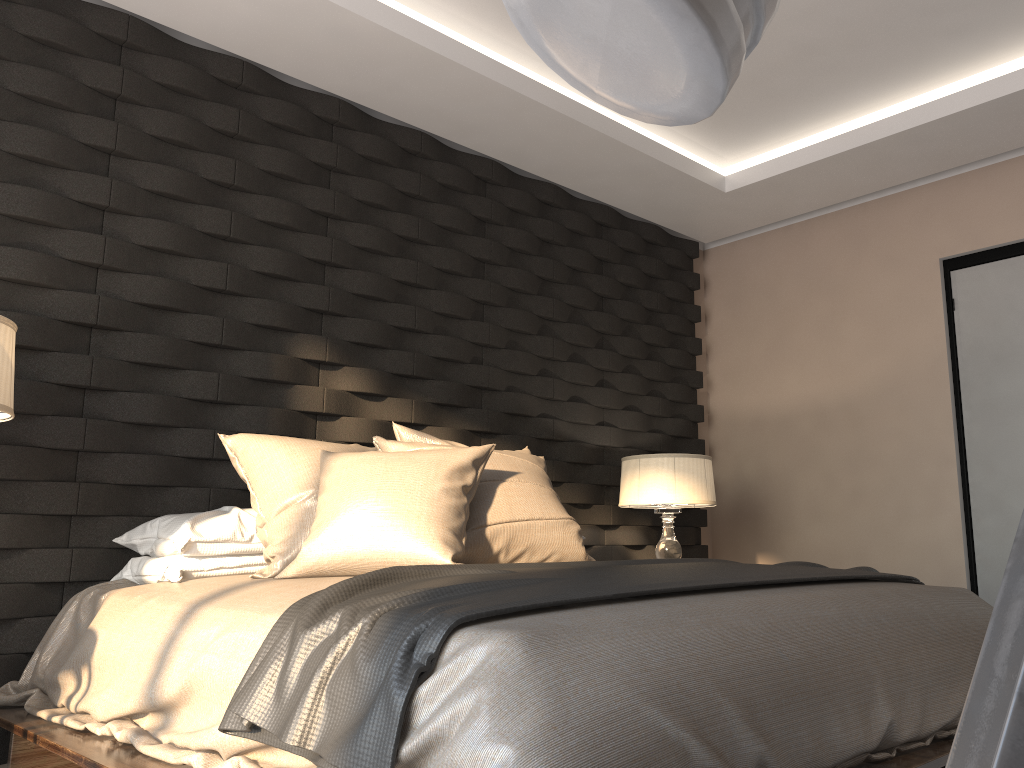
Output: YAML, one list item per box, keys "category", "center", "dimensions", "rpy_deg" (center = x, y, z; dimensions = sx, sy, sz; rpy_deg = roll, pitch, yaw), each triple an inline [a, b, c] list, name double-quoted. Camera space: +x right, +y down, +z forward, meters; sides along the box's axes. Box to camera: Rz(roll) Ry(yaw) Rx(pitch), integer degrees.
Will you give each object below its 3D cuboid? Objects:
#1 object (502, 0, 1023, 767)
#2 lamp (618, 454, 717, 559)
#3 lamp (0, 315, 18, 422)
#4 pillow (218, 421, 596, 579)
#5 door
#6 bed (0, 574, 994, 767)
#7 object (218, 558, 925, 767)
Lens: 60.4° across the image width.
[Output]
- category: "object"
  center: [0.265, 0.026, 0.244]
  dimensions: [0.585, 1.408, 0.626]
  rpy_deg: [-8, -14, 38]
- category: "lamp"
  center: [0.735, 0.665, 4.147]
  dimensions: [0.460, 0.632, 0.471]
  rpy_deg: [-1, -11, 8]
- category: "lamp"
  center: [-1.428, 0.147, 2.012]
  dimensions: [0.477, 0.632, 0.454]
  rpy_deg: [2, -11, -11]
- category: "pillow"
  center: [-0.169, 0.338, 2.806]
  dimensions: [1.324, 0.519, 0.851]
  rpy_deg: [9, -14, -41]
- category: "door"
  center: [2.500, 0.344, 3.909]
  dimensions: [0.162, 2.097, 0.946]
  rpy_deg: [11, -15, -42]
- category: "bed"
  center: [0.110, 0.839, 2.465]
  dimensions: [2.412, 0.625, 2.170]
  rpy_deg: [10, -14, -43]
- category: "object"
  center: [0.410, 0.605, 2.194]
  dimensions: [2.160, 0.323, 0.586]
  rpy_deg: [10, -15, -43]
